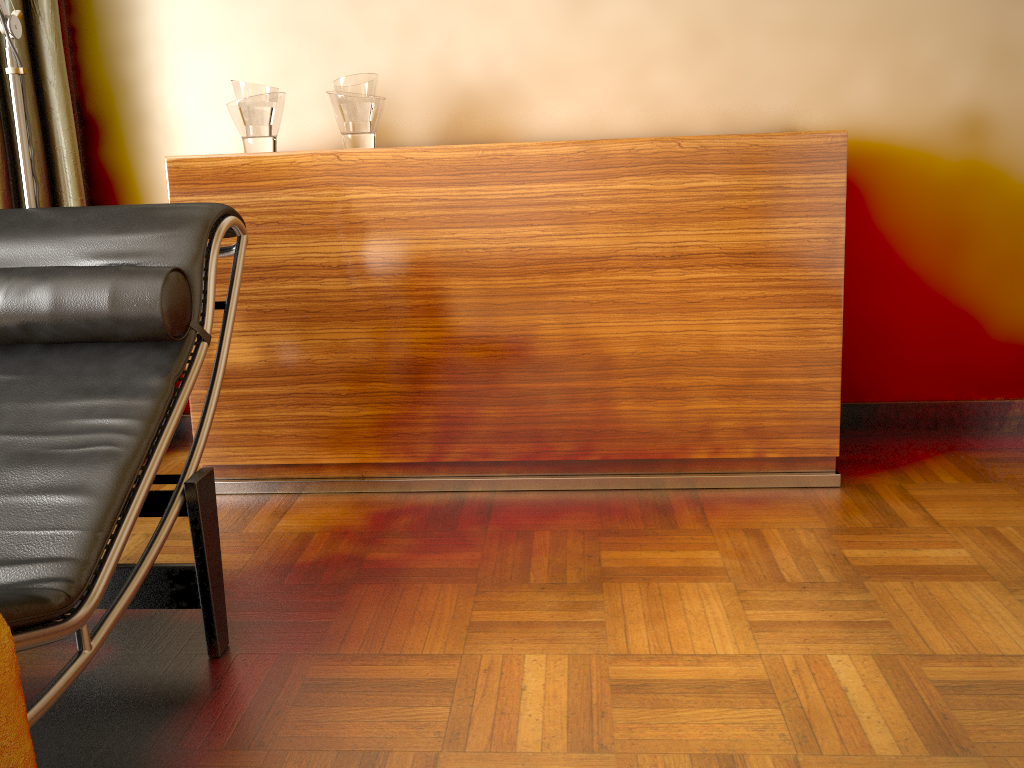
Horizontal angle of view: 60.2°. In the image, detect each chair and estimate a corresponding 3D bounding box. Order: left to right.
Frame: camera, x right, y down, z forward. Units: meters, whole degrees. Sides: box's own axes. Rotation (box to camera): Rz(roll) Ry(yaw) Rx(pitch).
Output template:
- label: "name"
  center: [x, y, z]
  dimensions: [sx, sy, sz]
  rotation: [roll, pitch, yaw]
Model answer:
- label: "chair"
  center: [-0.882, 0.222, 1.111]
  dimensions: [0.635, 0.784, 1.821]
  rotation: [-1, 14, 4]

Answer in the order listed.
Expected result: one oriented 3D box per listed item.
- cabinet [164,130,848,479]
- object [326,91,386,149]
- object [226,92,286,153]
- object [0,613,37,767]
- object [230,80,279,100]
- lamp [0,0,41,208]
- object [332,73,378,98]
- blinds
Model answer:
- label: "cabinet"
  center: [-0.008, -0.223, 2.430]
  dimensions: [1.673, 0.849, 0.422]
  rotation: [-1, 11, 4]
- label: "object"
  center: [-0.407, -0.698, 2.327]
  dimensions: [0.155, 0.152, 0.158]
  rotation: [-3, 12, -5]
- label: "object"
  center: [-0.674, -0.692, 2.346]
  dimensions: [0.157, 0.152, 0.157]
  rotation: [-12, 16, -38]
- label: "object"
  center: [-0.926, 0.505, 0.618]
  dimensions: [0.917, 0.512, 0.925]
  rotation: [-1, 14, 4]
- label: "object"
  center: [-0.676, -0.730, 2.339]
  dimensions: [0.122, 0.147, 0.124]
  rotation: [-5, 12, -14]
- label: "lamp"
  center: [-0.964, -0.374, 1.302]
  dimensions: [0.451, 1.935, 1.439]
  rotation: [-1, 12, 8]
- label: "object"
  center: [-0.408, -0.735, 2.321]
  dimensions: [0.123, 0.147, 0.124]
  rotation: [-6, 12, -16]
- label: "blinds"
  center: [-1.821, -0.818, 1.949]
  dimensions: [1.546, 2.414, 0.226]
  rotation: [-12, 14, -40]
